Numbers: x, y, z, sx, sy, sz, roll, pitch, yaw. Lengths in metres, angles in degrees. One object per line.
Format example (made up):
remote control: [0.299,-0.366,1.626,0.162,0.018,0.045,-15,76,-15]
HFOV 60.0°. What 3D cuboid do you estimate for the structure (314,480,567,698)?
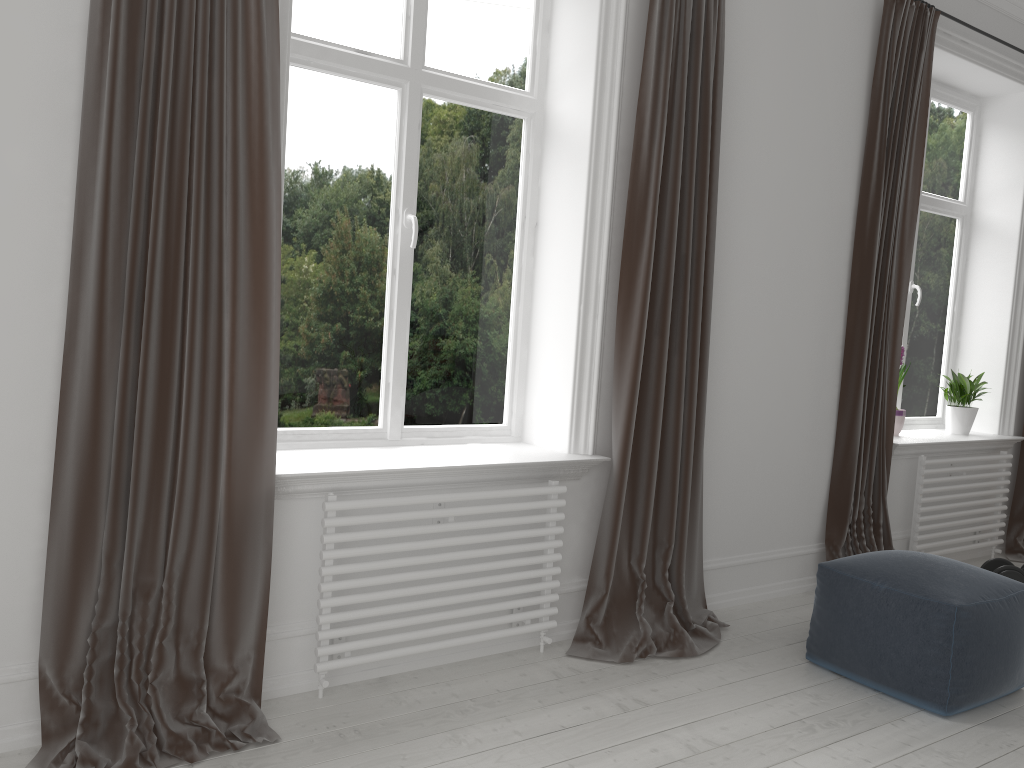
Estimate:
structure: [-0.225,0.652,2.860,0.887,0.670,0.120,1,5,-35]

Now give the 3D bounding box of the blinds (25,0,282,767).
blinds: [-0.811,-0.409,2.160,0.595,2.681,0.246,2,5,-27]

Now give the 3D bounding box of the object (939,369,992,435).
object: [2.520,0.094,4.969,0.284,0.369,0.215,7,5,33]

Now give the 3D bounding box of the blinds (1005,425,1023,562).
blinds: [3.189,-0.351,4.999,0.779,2.680,0.327,0,6,-41]

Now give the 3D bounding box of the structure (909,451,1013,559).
structure: [2.348,0.690,4.694,0.887,0.670,0.114,1,5,-35]

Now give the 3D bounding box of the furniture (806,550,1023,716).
furniture: [1.422,0.813,3.099,0.646,0.423,0.646,1,5,-34]

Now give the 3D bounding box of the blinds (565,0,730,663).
blinds: [0.626,-0.387,3.152,0.769,2.680,0.318,0,5,-40]

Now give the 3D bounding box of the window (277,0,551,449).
window: [-0.348,-0.728,3.060,1.112,1.956,0.120,1,5,-36]

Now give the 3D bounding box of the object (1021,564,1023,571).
object: [2.483,0.929,4.181,0.179,0.179,0.326,7,5,34]

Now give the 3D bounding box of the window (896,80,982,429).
window: [2.222,-0.691,4.896,1.112,1.956,0.120,1,5,-36]

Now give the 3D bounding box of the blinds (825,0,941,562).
blinds: [1.755,-0.374,4.015,0.582,2.681,0.294,2,5,-28]

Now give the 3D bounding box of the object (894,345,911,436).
object: [2.002,0.032,4.641,0.129,0.476,0.129,5,4,15]

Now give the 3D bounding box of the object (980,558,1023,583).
object: [2.302,0.919,4.153,0.179,0.179,0.326,5,4,9]
